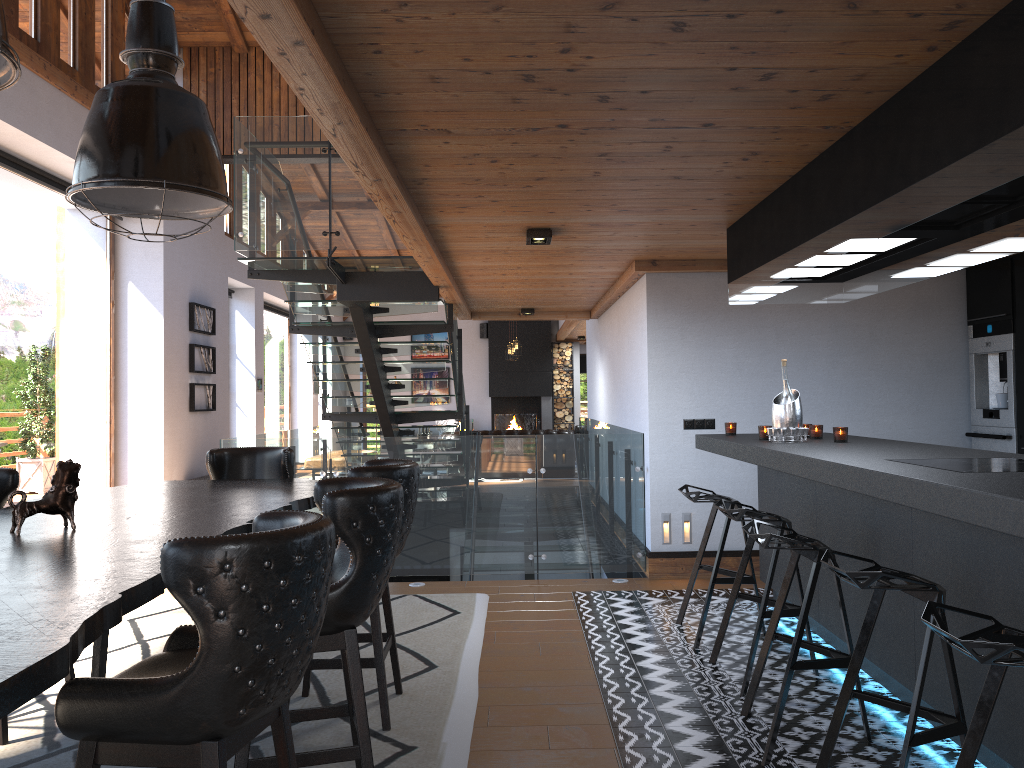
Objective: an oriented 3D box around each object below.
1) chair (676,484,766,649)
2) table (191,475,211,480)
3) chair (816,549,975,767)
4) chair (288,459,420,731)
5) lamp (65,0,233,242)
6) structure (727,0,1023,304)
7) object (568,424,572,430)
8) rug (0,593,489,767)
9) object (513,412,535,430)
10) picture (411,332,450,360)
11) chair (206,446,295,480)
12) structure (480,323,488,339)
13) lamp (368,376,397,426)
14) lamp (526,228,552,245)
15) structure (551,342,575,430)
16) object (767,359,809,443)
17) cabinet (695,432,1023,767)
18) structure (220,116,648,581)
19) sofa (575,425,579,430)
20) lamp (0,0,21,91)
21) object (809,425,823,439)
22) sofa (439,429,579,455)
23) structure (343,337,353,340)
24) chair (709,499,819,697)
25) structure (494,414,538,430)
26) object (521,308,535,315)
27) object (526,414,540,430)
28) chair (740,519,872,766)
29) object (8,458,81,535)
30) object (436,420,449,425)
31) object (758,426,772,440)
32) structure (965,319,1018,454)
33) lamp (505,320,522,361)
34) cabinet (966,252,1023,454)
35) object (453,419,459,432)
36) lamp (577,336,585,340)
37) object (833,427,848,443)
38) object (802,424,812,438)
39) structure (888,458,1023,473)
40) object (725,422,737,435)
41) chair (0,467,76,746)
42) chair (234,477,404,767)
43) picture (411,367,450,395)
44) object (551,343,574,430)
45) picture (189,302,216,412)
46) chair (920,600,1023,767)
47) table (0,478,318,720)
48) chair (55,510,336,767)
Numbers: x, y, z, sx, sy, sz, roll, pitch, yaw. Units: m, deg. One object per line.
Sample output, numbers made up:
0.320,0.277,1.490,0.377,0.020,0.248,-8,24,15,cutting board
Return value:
1.202,1.007,5.046,0.469,0.840,0.538,-1,-1,0,chair
-3.452,1.358,10.968,0.684,0.470,1.254,-1,-1,0,table
1.248,0.971,2.796,0.470,0.840,0.538,-1,-1,-3,chair
-0.680,0.888,3.852,0.569,1.092,0.503,-1,-2,-2,chair
-1.484,-2.929,3.645,0.614,4.686,0.629,-2,-2,44,lamp
1.668,-0.754,3.815,0.711,0.476,3.248,-1,-1,0,structure
1.258,1.280,19.753,0.269,0.795,0.261,0,-2,-17,object
-1.425,1.437,3.395,2.552,0.047,5.628,-1,-1,0,rug
0.240,0.872,16.826,0.404,0.808,0.622,-1,-1,11,object
-1.878,-0.964,20.321,0.880,0.816,0.036,-1,-2,-1,picture
-1.513,0.919,5.079,0.504,1.092,0.567,-1,-2,-1,chair
-0.634,-1.215,20.275,0.213,0.349,0.213,-1,-1,-1,structure
-2.868,0.768,19.103,0.523,1.899,1.332,-1,-2,21,lamp
0.164,-0.910,5.445,0.155,0.068,0.261,-1,-1,0,lamp
1.154,0.367,20.088,0.502,2.618,0.511,-1,-2,0,structure
1.510,0.092,4.870,0.226,0.452,0.225,-1,-2,-1,object
1.679,0.847,3.581,0.889,1.104,4.798,-1,-1,0,cabinet
-3.334,1.160,8.374,9.214,6.401,11.019,-1,-1,0,structure
1.915,1.202,17.455,1.240,0.838,2.564,-1,-1,-1,sofa
-1.489,-2.954,2.054,0.614,4.686,0.629,-2,-2,44,lamp
1.761,0.278,5.130,0.080,0.081,0.078,0,-2,-36,object
-0.021,1.194,15.279,2.568,0.838,1.238,-1,-1,-2,sofa
-3.736,-1.173,20.210,0.213,0.349,0.213,-1,-1,-1,structure
1.243,0.995,4.292,0.470,0.840,0.538,-1,-1,-3,chair
0.089,0.929,19.918,0.983,0.514,0.183,-1,-2,-1,structure
0.180,-0.834,10.185,0.155,0.068,0.261,-1,-1,0,object
0.473,1.171,19.545,0.304,1.018,0.311,-2,-2,45,object
1.168,0.983,3.507,0.468,0.840,0.540,-1,-1,6,chair
-1.609,0.385,3.051,0.223,0.253,0.114,0,-2,-38,object
-1.570,0.919,19.932,0.262,0.532,0.422,0,-2,-32,object
1.462,0.282,5.120,0.080,0.081,0.078,0,-2,-36,object
3.524,0.025,6.417,0.255,0.946,0.597,-1,-1,0,structure
-0.004,-1.575,17.506,0.262,2.202,0.799,0,-2,-9,lamp
3.703,0.180,3.515,0.543,2.381,6.426,-1,-1,0,cabinet
-1.133,0.942,20.005,0.338,0.455,0.336,-1,-2,25,object
1.510,-1.010,19.285,0.155,0.068,0.261,-1,-1,0,lamp
1.760,0.272,4.747,0.080,0.081,0.078,0,-2,-36,object
1.762,0.281,5.320,0.080,0.081,0.078,0,-2,-36,object
1.708,0.296,3.171,0.504,0.017,0.610,-1,-1,0,structure
1.429,0.293,5.791,0.078,0.081,0.080,-2,-2,34,object
-2.251,0.917,3.767,0.566,1.092,0.505,-1,-2,8,chair
-0.634,0.871,2.891,0.572,1.092,0.500,0,-2,-17,chair
-1.864,0.031,20.291,0.880,0.816,0.036,-1,-2,-1,picture
1.147,0.374,20.097,0.494,2.613,0.466,-1,-2,-1,object
-3.829,-0.318,10.985,0.059,1.312,0.773,-1,-1,0,picture
1.217,0.959,2.020,0.469,0.840,0.539,-1,-1,1,chair
-1.493,0.978,3.084,1.430,0.950,3.794,-1,-1,0,table
-0.701,0.869,2.070,0.566,1.092,0.505,-1,-2,8,chair
